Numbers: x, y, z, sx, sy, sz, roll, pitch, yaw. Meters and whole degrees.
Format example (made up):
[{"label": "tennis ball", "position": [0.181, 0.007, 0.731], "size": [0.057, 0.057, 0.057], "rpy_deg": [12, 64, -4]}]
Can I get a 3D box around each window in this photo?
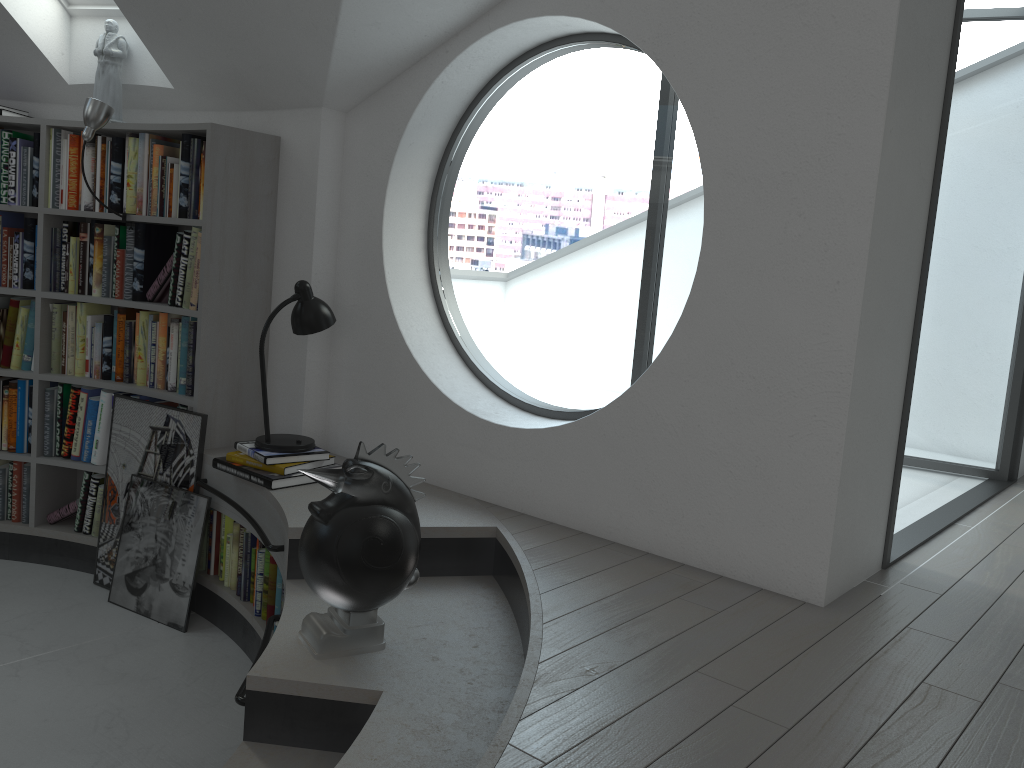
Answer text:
[{"label": "window", "position": [-3.121, -1.954, 2.779], "size": [1.937, 0.711, 4.058], "rpy_deg": [11, 10, 39]}, {"label": "window", "position": [0.227, -0.596, 3.441], "size": [1.474, 1.466, 0.104], "rpy_deg": [10, 8, 39]}]

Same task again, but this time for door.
[{"label": "door", "position": [2.160, -0.737, 4.637], "size": [1.053, 2.339, 0.080], "rpy_deg": [8, 7, 24]}]

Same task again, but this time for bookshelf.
[{"label": "bookshelf", "position": [-3.271, -0.203, 2.963], "size": [2.114, 1.874, 4.336], "rpy_deg": [11, 9, 39]}]

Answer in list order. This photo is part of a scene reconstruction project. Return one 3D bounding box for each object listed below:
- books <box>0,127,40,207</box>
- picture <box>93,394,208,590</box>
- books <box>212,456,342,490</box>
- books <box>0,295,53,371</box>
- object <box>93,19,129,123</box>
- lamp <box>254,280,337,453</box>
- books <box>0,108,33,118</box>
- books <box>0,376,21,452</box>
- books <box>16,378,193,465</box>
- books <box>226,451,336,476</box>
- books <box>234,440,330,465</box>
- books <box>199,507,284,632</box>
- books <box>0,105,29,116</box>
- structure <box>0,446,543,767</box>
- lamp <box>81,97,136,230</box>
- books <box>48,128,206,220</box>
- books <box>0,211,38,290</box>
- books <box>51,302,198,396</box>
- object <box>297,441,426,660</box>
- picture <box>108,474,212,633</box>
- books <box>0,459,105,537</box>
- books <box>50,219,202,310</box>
[{"label": "books", "position": [-2.604, -1.034, 4.101], "size": [0.969, 0.366, 0.307], "rpy_deg": [4, 7, -7]}, {"label": "picture", "position": [-1.576, 0.513, 3.842], "size": [0.579, 0.860, 0.090], "rpy_deg": [9, 7, 29]}, {"label": "books", "position": [-0.911, 0.331, 3.494], "size": [0.389, 0.042, 0.366], "rpy_deg": [11, 10, 39]}, {"label": "books", "position": [-2.601, -0.268, 4.177], "size": [0.973, 0.351, 0.252], "rpy_deg": [4, 7, -8]}, {"label": "object", "position": [-1.820, -1.403, 3.999], "size": [0.179, 0.471, 0.179], "rpy_deg": [-1, 8, -41]}, {"label": "lamp", "position": [-0.848, -0.078, 3.475], "size": [0.322, 0.658, 0.234], "rpy_deg": [0, 8, -35]}, {"label": "books", "position": [-2.457, -1.258, 4.151], "size": [0.336, 0.036, 0.317], "rpy_deg": [5, 8, 2]}, {"label": "books", "position": [-2.719, 0.103, 4.216], "size": [0.871, 0.349, 0.273], "rpy_deg": [4, 7, -9]}, {"label": "books", "position": [-1.777, 0.200, 4.108], "size": [1.185, 0.358, 0.304], "rpy_deg": [8, 7, 20]}, {"label": "books", "position": [-0.908, 0.295, 3.491], "size": [0.305, 0.034, 0.287], "rpy_deg": [9, 9, 29]}, {"label": "books", "position": [-0.905, 0.263, 3.487], "size": [0.269, 0.031, 0.286], "rpy_deg": [-2, 10, -40]}, {"label": "books", "position": [-0.929, 0.730, 3.453], "size": [0.272, 0.297, 1.151], "rpy_deg": [0, 9, -36]}, {"label": "books", "position": [-2.455, -1.286, 4.148], "size": [0.247, 0.027, 0.234], "rpy_deg": [7, 8, 12]}, {"label": "structure", "position": [-2.281, 0.763, 2.175], "size": [4.708, 0.691, 4.726], "rpy_deg": [4, 8, -6]}, {"label": "lamp", "position": [-1.695, -0.925, 3.766], "size": [0.112, 0.523, 0.275], "rpy_deg": [8, 7, 30]}, {"label": "books", "position": [-1.628, -0.931, 3.976], "size": [1.015, 0.361, 0.293], "rpy_deg": [8, 7, 21]}, {"label": "books", "position": [-2.378, -0.636, 4.191], "size": [0.553, 0.349, 0.256], "rpy_deg": [4, 7, -4]}, {"label": "books", "position": [-1.675, -0.169, 4.055], "size": [1.022, 0.347, 0.276], "rpy_deg": [8, 7, 24]}, {"label": "object", "position": [-0.415, 0.433, 2.421], "size": [0.321, 0.561, 0.321], "rpy_deg": [6, 7, 12]}, {"label": "picture", "position": [-1.481, 0.699, 3.713], "size": [0.490, 0.553, 0.107], "rpy_deg": [9, 7, 29]}, {"label": "books", "position": [-2.466, 0.490, 4.235], "size": [1.497, 0.310, 0.361], "rpy_deg": [5, 7, 1]}, {"label": "books", "position": [-1.651, -0.549, 4.011], "size": [1.054, 0.357, 0.280], "rpy_deg": [8, 7, 25]}]
